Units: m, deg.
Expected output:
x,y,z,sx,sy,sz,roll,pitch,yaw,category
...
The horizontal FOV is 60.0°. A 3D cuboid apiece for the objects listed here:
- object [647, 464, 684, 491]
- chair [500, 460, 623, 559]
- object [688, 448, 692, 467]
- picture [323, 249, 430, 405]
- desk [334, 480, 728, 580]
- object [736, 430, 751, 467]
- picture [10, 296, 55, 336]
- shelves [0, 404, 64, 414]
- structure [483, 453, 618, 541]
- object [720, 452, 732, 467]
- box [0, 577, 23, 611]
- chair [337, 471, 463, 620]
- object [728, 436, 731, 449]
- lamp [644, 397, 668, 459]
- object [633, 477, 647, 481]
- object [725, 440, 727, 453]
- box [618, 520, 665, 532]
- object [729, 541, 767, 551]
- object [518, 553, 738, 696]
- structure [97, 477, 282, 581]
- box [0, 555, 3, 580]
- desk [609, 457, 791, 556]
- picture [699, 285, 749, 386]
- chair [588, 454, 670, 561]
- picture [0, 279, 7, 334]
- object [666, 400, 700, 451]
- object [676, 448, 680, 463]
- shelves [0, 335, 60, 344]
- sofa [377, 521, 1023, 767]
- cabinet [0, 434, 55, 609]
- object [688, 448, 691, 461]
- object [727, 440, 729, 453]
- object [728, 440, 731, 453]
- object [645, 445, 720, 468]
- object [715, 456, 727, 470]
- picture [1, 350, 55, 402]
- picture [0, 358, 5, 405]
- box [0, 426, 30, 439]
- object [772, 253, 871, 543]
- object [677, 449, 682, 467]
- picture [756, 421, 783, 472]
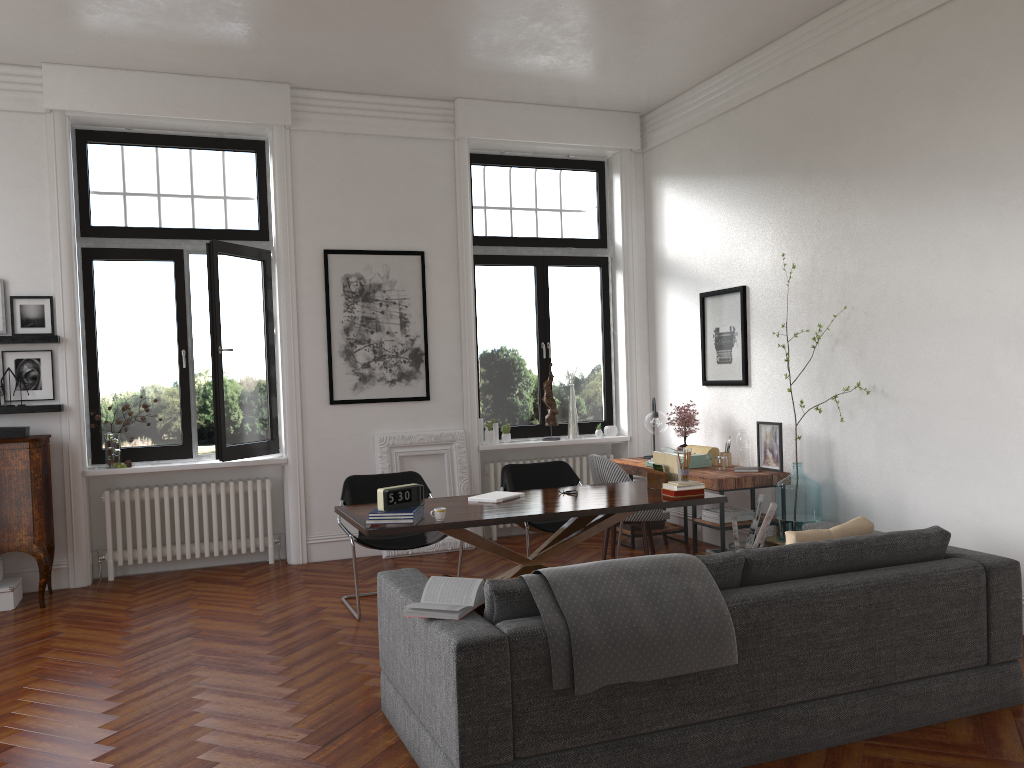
x,y,z,sx,sy,sz,roll,pitch,yaw,category
1.014,0.610,5.864,0.149,0.166,0.228,-2,1,-21,object
0.310,1.029,6.438,0.752,0.873,0.745,-2,1,-21,chair
1.118,0.501,5.608,0.044,0.194,0.008,-2,2,9,object
-1.167,-0.498,7.715,0.882,1.324,0.035,-2,2,-21,picture
0.115,1.103,5.512,2.225,0.752,1.029,-2,1,-21,desk
1.808,0.510,6.913,0.111,0.302,0.111,-1,2,16,object
-3.650,-0.516,6.747,0.289,0.303,0.020,-2,2,-21,picture
-4.138,0.210,6.500,1.514,0.055,0.156,-2,1,-21,shelves
0.371,1.105,8.592,1.453,0.779,0.225,-2,2,-21,structure
1.719,0.606,7.127,0.058,0.113,0.075,-3,2,-21,object
-3.700,1.528,6.397,0.244,0.177,0.394,-2,1,-21,box
-0.787,1.070,6.017,0.752,0.873,0.745,-2,1,-21,chair
1.745,0.539,7.133,0.028,0.239,0.023,-3,2,-24,object
1.270,0.394,7.880,0.207,0.550,0.441,-2,1,2,lamp
1.119,0.891,7.872,0.173,0.110,0.173,-2,1,16,object
1.721,0.556,7.144,0.008,0.207,0.054,-1,2,34,object
1.147,1.240,7.892,0.317,0.082,0.296,-2,1,-21,box
1.670,1.288,6.266,0.261,0.305,0.260,-1,2,33,object
0.428,0.882,3.375,0.752,0.388,0.400,-2,1,-21,object
-2.681,1.220,7.420,1.453,0.779,0.225,-2,2,-21,structure
-3.828,1.358,6.343,0.209,0.177,0.394,-2,1,-11,box
1.448,1.049,7.289,0.647,0.758,1.798,-2,1,-21,desk
1.792,-0.393,7.501,0.050,0.816,0.634,-3,2,-21,picture
0.901,0.996,7.058,0.547,0.900,0.716,-3,2,-28,chair
-3.993,-0.577,6.614,0.369,0.409,0.020,-2,2,-21,picture
1.490,0.398,7.692,0.290,0.529,0.308,-1,2,24,object
1.068,0.503,5.627,0.049,0.193,0.008,-1,2,38,object
-4.156,-0.314,6.483,1.514,0.055,0.158,-2,1,-21,shelves
0.821,1.101,4.050,2.644,0.829,1.262,-2,1,-21,sofa
-3.961,1.013,6.268,1.265,1.219,0.640,-2,2,-21,cabinet
1.115,0.500,5.620,0.038,0.195,0.008,-2,2,5,object
1.734,0.557,7.145,0.054,0.207,0.008,-3,2,-34,object
1.739,0.556,7.121,0.008,0.207,0.054,-3,2,-38,object
1.371,0.593,7.289,0.484,0.149,0.535,-2,1,-22,object
1.638,0.616,6.942,0.093,0.101,0.093,-3,1,-29,object
-3.680,-0.063,6.746,0.343,0.384,0.020,-2,2,-21,picture
-4.037,-0.005,6.608,0.433,0.365,0.020,-2,2,-21,picture
-3.704,0.355,6.494,0.282,0.086,0.208,-2,1,-21,box
2.129,0.081,6.135,0.353,2.059,0.807,-3,2,-40,object
1.064,0.504,5.600,0.049,0.193,0.008,-2,2,-17,object
1.951,0.472,6.712,0.023,0.369,0.282,-3,2,-21,picture
